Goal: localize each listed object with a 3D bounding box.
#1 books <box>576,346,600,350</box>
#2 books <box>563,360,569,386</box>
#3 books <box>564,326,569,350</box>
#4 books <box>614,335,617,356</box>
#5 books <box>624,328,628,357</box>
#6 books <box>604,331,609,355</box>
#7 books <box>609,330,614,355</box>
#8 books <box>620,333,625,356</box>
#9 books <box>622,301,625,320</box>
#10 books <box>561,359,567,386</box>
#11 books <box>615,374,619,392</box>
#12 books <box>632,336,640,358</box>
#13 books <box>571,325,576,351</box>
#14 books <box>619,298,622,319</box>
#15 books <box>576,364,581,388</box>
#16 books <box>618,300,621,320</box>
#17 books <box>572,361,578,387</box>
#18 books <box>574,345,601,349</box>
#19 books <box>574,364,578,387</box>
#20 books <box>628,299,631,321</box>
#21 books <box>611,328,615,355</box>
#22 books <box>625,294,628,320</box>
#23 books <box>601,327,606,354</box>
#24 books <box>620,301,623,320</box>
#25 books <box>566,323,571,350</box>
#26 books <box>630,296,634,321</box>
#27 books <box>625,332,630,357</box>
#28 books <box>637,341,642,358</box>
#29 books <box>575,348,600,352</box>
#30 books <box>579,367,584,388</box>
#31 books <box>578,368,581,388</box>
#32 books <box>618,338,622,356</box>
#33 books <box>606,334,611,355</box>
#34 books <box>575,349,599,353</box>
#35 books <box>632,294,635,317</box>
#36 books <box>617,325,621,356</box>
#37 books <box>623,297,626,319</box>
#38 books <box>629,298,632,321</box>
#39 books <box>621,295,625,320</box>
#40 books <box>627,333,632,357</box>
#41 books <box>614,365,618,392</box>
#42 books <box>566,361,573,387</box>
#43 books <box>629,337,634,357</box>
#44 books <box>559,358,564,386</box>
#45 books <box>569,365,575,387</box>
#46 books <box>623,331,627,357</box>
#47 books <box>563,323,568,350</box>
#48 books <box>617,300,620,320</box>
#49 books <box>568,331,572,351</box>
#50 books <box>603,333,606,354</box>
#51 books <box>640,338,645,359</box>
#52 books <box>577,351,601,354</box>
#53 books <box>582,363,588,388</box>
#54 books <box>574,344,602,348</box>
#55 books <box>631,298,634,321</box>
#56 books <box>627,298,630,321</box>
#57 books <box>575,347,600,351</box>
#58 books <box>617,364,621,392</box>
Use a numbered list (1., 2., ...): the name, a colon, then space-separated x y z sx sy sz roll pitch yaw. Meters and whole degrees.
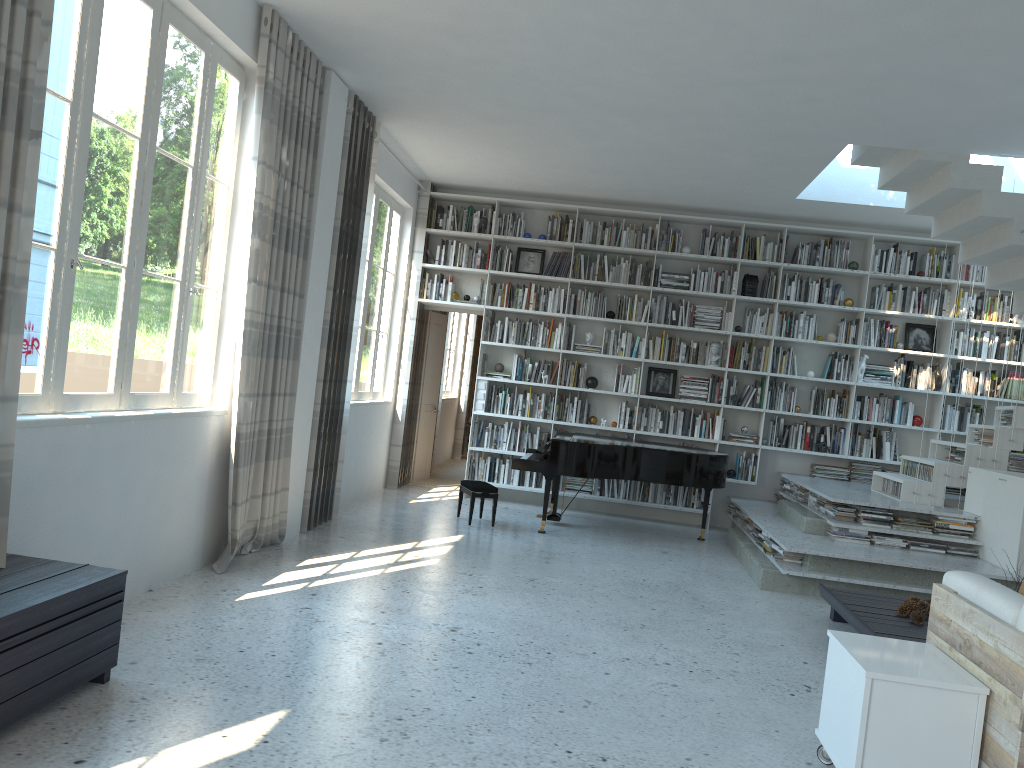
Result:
1. books: 0.791 -0.375 9.270 0.254 0.012 0.161 7 0 3
2. books: 0.571 -0.113 9.298 0.026 0.275 0.154 7 1 6
3. books: 0.575 -0.474 9.294 0.024 0.257 0.134 7 1 6
4. books: 1.078 -0.399 9.242 0.048 0.225 0.149 7 1 6
5. books: 1.184 -0.425 9.216 0.011 0.301 0.178 7 1 6
6. books: 0.982 -0.421 9.234 0.030 0.247 0.174 7 1 6
7. books: 1.034 -0.426 9.242 0.022 0.267 0.151 7 1 6
8. books: 1.150 -0.402 9.221 0.028 0.247 0.170 7 1 6
9. books: 1.158 -0.757 9.204 0.006 0.216 0.181 7 1 6
10. books: 0.546 -0.121 9.296 0.025 0.284 0.145 7 1 6
11. books: 1.092 -0.008 9.233 0.025 0.186 0.154 7 1 6
12. books: 1.285 -0.377 9.203 0.060 0.227 0.179 7 1 6
13. books: 0.642 -0.476 9.288 0.021 0.278 0.136 7 1 6
14. books: 1.125 -0.771 9.208 0.005 0.236 0.178 7 1 6
15. books: 0.698 -0.085 9.297 0.028 0.248 0.142 7 1 6
16. books: 1.117 -0.762 9.235 0.013 0.216 0.149 7 1 6
17. books: 0.655 -0.103 9.264 0.026 0.274 0.190 7 1 6
18. books: 0.792 -0.387 9.272 0.285 0.012 0.159 7 0 8
19. books: 0.675 -0.085 9.283 0.014 0.244 0.153 7 1 6
20. books: 1.222 -0.760 9.231 0.011 0.236 0.130 7 1 6
21. books: 1.050 -0.433 9.228 0.012 0.286 0.167 7 1 6
22. books: 1.190 -0.790 9.232 0.033 0.287 0.155 7 1 6
23. books: 0.954 -0.444 9.242 0.012 0.285 0.159 7 1 6
24. books: 1.143 -0.751 9.229 0.011 0.200 0.162 7 1 6
25. books: 0.596 -0.492 9.309 0.011 0.298 0.135 7 1 6
26. books: 1.246 -0.772 9.216 0.004 0.265 0.141 7 1 6
27. books: 1.199 -0.403 9.215 0.023 0.260 0.170 7 1 6
28. books: 1.328 -0.348 9.217 0.027 0.181 0.142 7 1 6
29. books: 0.788 -0.350 9.268 0.254 0.012 0.161 7 0 2
30. books: 0.732 -0.065 9.269 0.028 0.216 0.175 7 1 6
31. books: 0.713 -0.063 9.275 0.011 0.208 0.180 7 1 6
32. books: 1.123 -0.376 9.243 0.025 0.189 0.140 7 1 6
33. books: 1.010 -0.408 9.260 0.024 0.227 0.137 7 1 6
34. books: 0.787 -0.338 9.277 0.254 0.012 0.161 7 0 6
35. books: 1.259 -0.790 9.210 0.006 0.304 0.165 7 1 6
36. books: 1.112 -0.448 9.229 0.010 0.329 0.173 7 1 6
37. books: 1.170 -0.786 9.224 0.005 0.275 0.157 7 1 6
38. books: 1.235 -0.767 9.217 0.017 0.253 0.139 7 1 6
39. books: 1.157 -0.783 9.236 0.009 0.267 0.149 7 1 6
40. books: 1.223 -0.398 9.233 0.022 0.256 0.152 7 1 6
41. books: 1.080 -0.059 9.238 0.012 0.285 0.159 7 1 6
42. books: 0.600 -0.104 9.288 0.036 0.263 0.166 7 1 6
43. books: 1.245 -0.377 9.231 0.026 0.219 0.150 7 1 6
44. books: 0.517 -0.124 9.308 0.012 0.285 0.159 7 1 6
45. books: 0.629 -0.083 9.288 0.025 0.228 0.153 7 1 6
46. books: 1.170 -0.409 9.209 0.012 0.265 0.193 7 1 6
47. books: 0.559 -0.490 9.302 0.012 0.285 0.159 7 1 6
48. books: 1.108 -0.775 9.219 0.005 0.240 0.173 7 1 6
49. books: 0.612 -0.446 9.297 0.034 0.210 0.136 7 1 6
50. books: 0.963 -0.416 9.255 0.010 0.232 0.154 7 1 6
51. books: 1.356 -0.363 9.216 0.026 0.217 0.126 7 1 6
52. books: 0.785 -0.326 9.273 0.285 0.012 0.159 7 0 4
53. books: 0.764 -0.086 9.280 0.028 0.266 0.144 7 1 6
54. books: 0.793 -0.399 9.267 0.285 0.012 0.159 7 0 2
55. books: 1.250 -0.765 9.209 0.006 0.253 0.180 7 1 6
56. books: 1.207 -0.766 9.196 0.013 0.244 0.188 7 1 6
57. books: 0.789 -0.363 9.266 0.254 0.012 0.161 7 0 1
58. books: 1.118 -0.058 9.242 0.011 0.292 0.156 7 1 6
